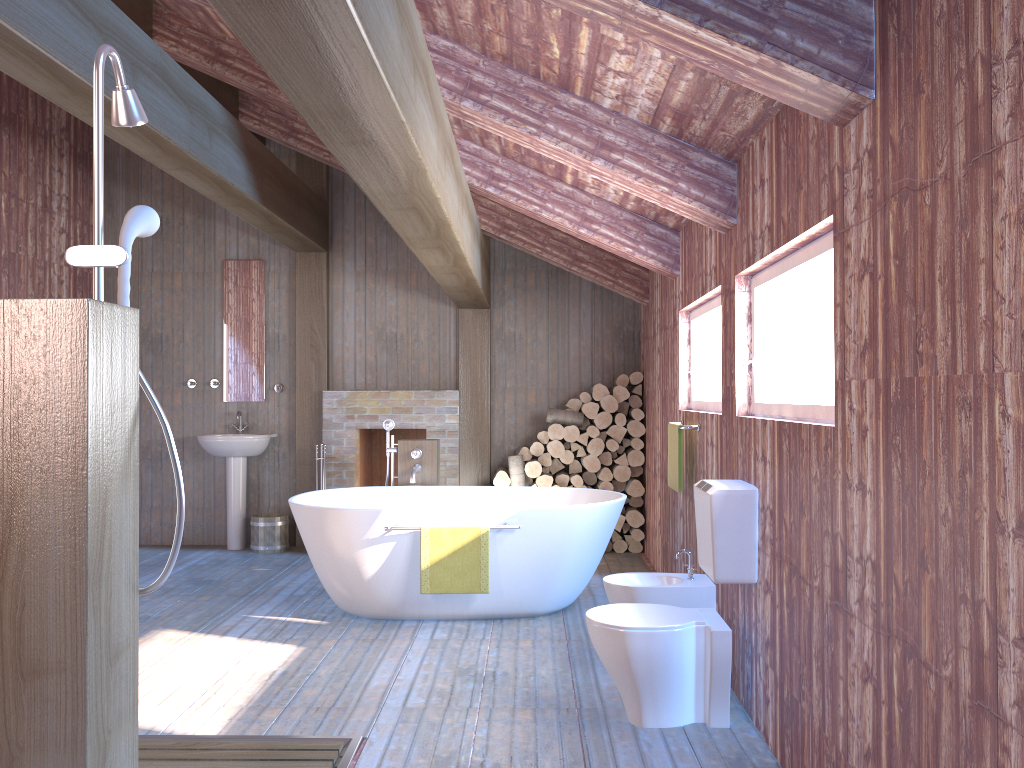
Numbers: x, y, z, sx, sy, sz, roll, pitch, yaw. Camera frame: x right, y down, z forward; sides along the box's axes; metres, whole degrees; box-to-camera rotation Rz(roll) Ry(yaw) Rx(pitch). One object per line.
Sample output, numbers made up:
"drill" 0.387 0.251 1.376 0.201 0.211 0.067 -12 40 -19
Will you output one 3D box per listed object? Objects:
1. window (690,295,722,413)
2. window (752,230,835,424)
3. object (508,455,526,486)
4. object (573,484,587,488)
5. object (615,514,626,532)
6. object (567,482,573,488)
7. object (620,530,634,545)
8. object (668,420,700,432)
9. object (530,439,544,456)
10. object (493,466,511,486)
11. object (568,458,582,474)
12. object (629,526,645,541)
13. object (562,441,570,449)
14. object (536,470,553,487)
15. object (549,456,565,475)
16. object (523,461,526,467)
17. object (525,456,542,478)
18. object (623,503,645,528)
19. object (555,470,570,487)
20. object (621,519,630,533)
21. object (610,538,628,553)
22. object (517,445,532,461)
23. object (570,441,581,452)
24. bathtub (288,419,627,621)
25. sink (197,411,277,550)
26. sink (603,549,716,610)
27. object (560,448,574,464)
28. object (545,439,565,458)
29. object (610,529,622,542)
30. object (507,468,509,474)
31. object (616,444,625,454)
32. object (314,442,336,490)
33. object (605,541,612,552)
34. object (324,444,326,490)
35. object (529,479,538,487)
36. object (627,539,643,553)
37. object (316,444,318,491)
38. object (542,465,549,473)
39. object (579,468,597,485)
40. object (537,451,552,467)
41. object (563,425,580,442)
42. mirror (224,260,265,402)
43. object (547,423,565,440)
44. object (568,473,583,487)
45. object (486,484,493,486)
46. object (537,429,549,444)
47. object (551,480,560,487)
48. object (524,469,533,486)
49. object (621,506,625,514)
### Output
"window" 1.051 -0.147 4.594 0.054 0.587 1.255 0 -1 2
"window" 0.993 -0.167 3.049 0.054 0.587 1.255 0 -1 2
"object" 0.039 0.709 7.007 0.147 0.298 0.109 0 -1 4
"object" 0.547 0.861 7.170 0.111 0.113 0.301 0 -1 0
"object" 0.814 1.098 7.187 0.169 0.152 0.481 0 -1 1
"object" 0.437 0.845 7.171 0.086 0.089 0.279 0 -1 -1
"object" 0.935 1.247 7.203 0.085 0.086 0.278 0 -1 -1
"object" 0.922 0.227 4.815 0.091 0.043 0.581 0 -1 2
"object" 0.204 0.514 7.171 0.115 0.123 0.291 0 -1 2
"object" -0.081 0.752 7.190 0.139 0.137 0.455 0 -1 0
"object" 0.515 0.670 7.268 0.104 0.127 0.321 0 -1 2
"object" 0.993 1.180 7.154 0.102 0.109 0.438 0 -1 2
"object" 0.437 0.491 7.157 0.057 0.061 0.156 0 -1 1
"object" 0.262 0.777 7.188 0.139 0.148 0.458 0 -1 2
"object" 0.365 0.656 7.269 0.128 0.150 0.323 0 -1 1
"object" 0.055 0.646 7.288 0.108 0.113 0.302 0 -1 2
"object" 0.173 0.669 7.176 0.138 0.147 0.440 0 -1 2
"object" 0.971 1.055 7.159 0.147 0.152 0.439 0 -1 2
"object" 0.405 0.768 7.173 0.114 0.120 0.303 0 -1 2
"object" 0.910 1.153 7.205 0.085 0.091 0.280 0 -1 0
"object" 0.860 1.296 7.196 0.116 0.117 0.289 0 -1 -1
"object" 0.101 0.560 7.220 0.114 0.113 0.301 0 -1 -1
"object" 0.513 0.500 7.170 0.088 0.092 0.280 0 -1 2
"bathtub" -0.339 0.779 5.294 1.935 1.109 1.460 -1 -1 23
"sink" -2.275 0.793 7.266 0.582 1.143 0.475 0 -1 1
"sink" 0.694 1.052 4.255 0.515 0.517 0.335 0 -1 2
"object" 0.440 0.577 7.168 0.115 0.123 0.291 0 -1 2
"object" 0.342 0.512 7.172 0.141 0.143 0.437 0 -1 0
"object" 0.836 1.211 7.201 0.084 0.105 0.280 0 -1 0
"object" 0.014 0.728 7.286 0.099 0.093 0.280 0 -1 2
"object" 0.867 0.525 7.153 0.067 0.069 0.177 0 -1 1
"object" -1.550 0.914 7.147 0.276 0.888 0.333 -1 -1 43
"object" 0.746 1.293 7.256 0.116 0.118 0.289 0 -1 -1
"object" -1.475 0.915 7.081 0.206 0.871 0.126 -1 -1 44
"object" 0.141 0.872 7.198 0.155 0.174 0.483 0 -1 0
"object" 0.982 1.294 7.207 0.114 0.113 0.301 0 -1 -1
"object" -1.622 0.903 7.097 0.136 0.846 0.062 0 -1 -17
"object" 0.269 0.684 7.183 0.064 0.068 0.174 0 -1 1
"object" 0.622 0.756 7.264 0.116 0.118 0.289 0 -1 -1
"object" 0.262 0.603 7.185 0.111 0.113 0.301 0 -1 1
"object" 0.470 0.389 7.177 0.138 0.147 0.440 0 -1 2
"mirror" -2.260 -0.450 7.491 0.350 1.199 0.009 0 -1 1
"object" 0.355 0.376 7.180 0.135 0.145 0.439 0 -1 2
"object" 0.507 0.764 7.167 0.098 0.100 0.437 0 -1 0
"object" -0.185 0.879 7.233 0.101 0.103 0.242 0 -1 2
"object" 0.258 0.424 7.186 0.106 0.112 0.282 0 -1 2
"object" 0.344 0.844 7.166 0.098 0.100 0.437 0 -1 0
"object" 0.113 0.769 7.269 0.121 0.124 0.291 0 -1 2
"object" 0.876 1.006 7.146 0.057 0.061 0.156 0 -1 1
